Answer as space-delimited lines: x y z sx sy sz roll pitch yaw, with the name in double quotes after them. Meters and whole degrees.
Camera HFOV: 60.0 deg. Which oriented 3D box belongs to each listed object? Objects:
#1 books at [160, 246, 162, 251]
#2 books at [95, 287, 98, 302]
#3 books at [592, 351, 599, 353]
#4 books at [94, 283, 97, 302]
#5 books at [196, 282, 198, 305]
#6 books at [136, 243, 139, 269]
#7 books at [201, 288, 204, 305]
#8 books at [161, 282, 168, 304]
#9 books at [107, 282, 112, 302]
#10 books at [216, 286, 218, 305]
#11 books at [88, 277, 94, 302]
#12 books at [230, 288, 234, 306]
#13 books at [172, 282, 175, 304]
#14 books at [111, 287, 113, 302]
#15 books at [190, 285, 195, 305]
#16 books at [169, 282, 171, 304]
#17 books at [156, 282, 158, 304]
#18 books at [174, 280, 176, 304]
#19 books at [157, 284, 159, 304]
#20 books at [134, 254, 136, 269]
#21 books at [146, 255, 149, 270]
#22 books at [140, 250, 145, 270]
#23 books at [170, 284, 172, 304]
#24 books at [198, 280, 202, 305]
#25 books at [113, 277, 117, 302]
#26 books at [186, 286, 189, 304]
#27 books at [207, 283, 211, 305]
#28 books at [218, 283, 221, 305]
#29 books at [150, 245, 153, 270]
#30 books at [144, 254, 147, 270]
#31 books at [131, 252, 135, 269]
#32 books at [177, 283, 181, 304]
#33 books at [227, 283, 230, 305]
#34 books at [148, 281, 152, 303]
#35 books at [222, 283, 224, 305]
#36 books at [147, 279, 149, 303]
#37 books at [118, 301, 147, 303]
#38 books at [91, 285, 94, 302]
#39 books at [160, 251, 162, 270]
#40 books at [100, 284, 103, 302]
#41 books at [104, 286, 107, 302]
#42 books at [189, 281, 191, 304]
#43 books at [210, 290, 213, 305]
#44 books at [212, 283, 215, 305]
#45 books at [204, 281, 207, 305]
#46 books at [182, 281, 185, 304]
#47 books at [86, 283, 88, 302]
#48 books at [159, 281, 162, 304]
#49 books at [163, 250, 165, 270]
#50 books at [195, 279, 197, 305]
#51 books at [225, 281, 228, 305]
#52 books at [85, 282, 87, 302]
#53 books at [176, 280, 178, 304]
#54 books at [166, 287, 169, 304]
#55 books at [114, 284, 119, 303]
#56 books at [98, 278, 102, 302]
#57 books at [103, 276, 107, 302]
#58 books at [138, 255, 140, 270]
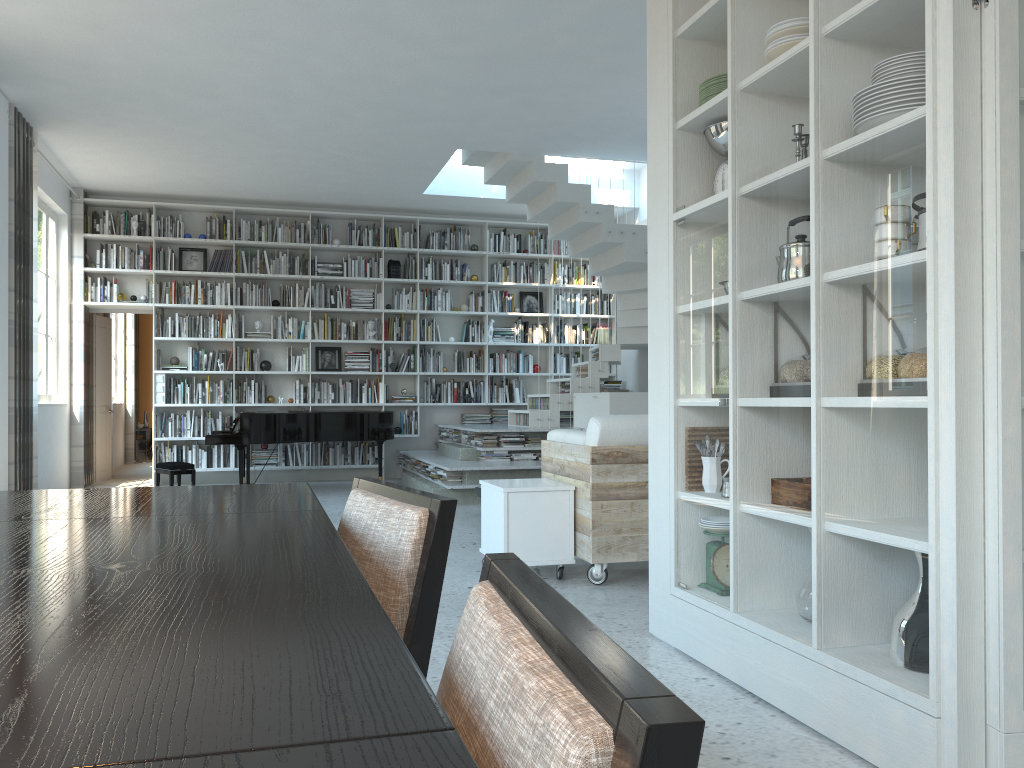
-3.935 -1.389 9.946 0.006 0.289 0.144 0 -1 -16 "books"
-4.567 -0.972 9.778 0.029 0.185 0.134 0 -1 -16 "books"
1.016 -0.359 9.963 0.191 0.013 0.243 0 -1 -5 "books"
-4.579 -0.990 9.749 0.010 0.220 0.181 0 -1 -16 "books"
-3.558 -1.013 10.032 0.023 0.271 0.187 0 -1 -16 "books"
-4.164 -1.397 9.868 0.012 0.303 0.189 0 -1 -16 "books"
-3.502 -0.975 10.039 0.029 0.195 0.192 0 -1 -16 "books"
-3.907 -1.007 9.955 0.062 0.258 0.153 0 -1 -16 "books"
-4.431 -0.998 9.772 0.021 0.237 0.188 0 -1 -16 "books"
-3.353 -0.992 10.093 0.030 0.230 0.172 0 -1 -16 "books"
-4.623 -1.021 9.737 0.023 0.281 0.170 0 -1 -16 "books"
-3.190 -0.978 10.115 0.039 0.202 0.236 0 -1 -16 "books"
-3.802 -1.004 9.970 0.014 0.252 0.187 0 -1 -16 "books"
-4.418 -0.975 9.818 0.029 0.191 0.134 0 -1 -16 "books"
-3.610 -0.996 10.034 0.047 0.238 0.162 0 -1 -16 "books"
-3.845 -1.009 9.965 0.010 0.263 0.151 0 -1 -16 "books"
-3.975 -1.005 9.937 0.012 0.254 0.161 0 -1 -16 "books"
-3.787 -1.018 9.979 0.020 0.281 0.164 0 -1 -16 "books"
-3.956 -0.994 9.933 0.022 0.232 0.151 0 -1 -16 "books"
-4.190 -1.344 9.885 0.029 0.197 0.144 0 -1 -16 "books"
-4.062 -1.339 9.904 0.026 0.188 0.154 0 -1 -16 "books"
-4.113 -1.360 9.876 0.029 0.229 0.191 0 -1 -16 "books"
-3.824 -0.993 9.966 0.030 0.230 0.172 0 -1 -16 "books"
-3.531 -1.020 10.034 0.030 0.285 0.185 0 -1 -16 "books"
-4.393 -1.029 9.805 0.013 0.298 0.179 0 -1 -16 "books"
-3.658 -0.986 10.010 0.031 0.217 0.173 0 -1 -16 "books"
-3.446 -1.007 10.086 0.029 0.260 0.157 0 -1 -16 "books"
-3.328 -1.008 10.100 0.022 0.263 0.174 0 -1 -16 "books"
-4.030 -1.392 9.916 0.014 0.294 0.173 0 -1 -16 "books"
-4.092 -1.343 9.911 0.029 0.196 0.146 0 -1 -16 "books"
-4.215 -1.352 9.870 0.028 0.212 0.138 0 -1 -16 "books"
-3.746 -1.002 9.997 0.047 0.249 0.134 0 -1 -16 "books"
-3.232 -1.008 10.129 0.035 0.264 0.177 0 -1 -16 "books"
-4.043 -1.012 9.927 0.044 0.269 0.134 0 -1 -16 "books"
-3.299 -1.009 10.131 0.024 0.266 0.155 0 -1 -16 "books"
-4.064 -1.021 9.899 0.012 0.285 0.159 0 -1 -16 "books"
-4.216 -0.909 9.863 0.285 0.012 0.159 0 -1 -14 "books"
-4.600 -0.979 9.751 0.029 0.197 0.160 0 -1 -16 "books"
-3.923 -1.359 9.932 0.009 0.228 0.184 0 -1 -16 "books"
-4.521 -0.987 9.792 0.023 0.214 0.140 0 -1 -16 "books"
-4.468 -0.976 9.781 0.024 0.193 0.181 0 -1 -16 "books"
-3.638 -1.014 10.021 0.014 0.272 0.180 0 -1 -16 "books"
-3.421 -0.969 10.091 0.022 0.186 0.136 0 -1 -16 "books"
-3.402 -1.007 10.102 0.035 0.260 0.131 0 -1 -16 "books"
-3.483 -1.020 10.073 0.025 0.286 0.161 0 -1 -16 "books"
-3.707 -1.016 10.009 0.012 0.277 0.150 0 -1 -16 "books"
-4.653 -0.991 9.728 0.013 0.222 0.162 0 -1 -16 "books"
-3.938 -1.010 9.929 0.012 0.263 0.180 0 -1 -16 "books"
-3.892 -1.368 9.932 0.004 0.246 0.189 0 -1 -16 "books"
-3.581 -1.029 10.045 0.014 0.304 0.151 0 -1 -16 "books"
-3.260 -1.021 10.124 0.022 0.289 0.169 0 -1 -16 "books"
-4.665 -0.994 9.724 0.013 0.228 0.179 0 -1 -16 "books"
-3.770 -1.017 9.973 0.011 0.277 0.164 0 -1 -16 "books"
-3.858 -0.976 9.944 0.026 0.195 0.175 0 -1 -16 "books"
-4.369 -0.985 9.798 0.029 0.211 0.187 0 -1 -16 "books"
-4.538 -1.021 9.769 0.022 0.281 0.156 0 -1 -16 "books"
-4.482 -1.029 9.763 0.013 0.297 0.187 0 -1 -16 "books"
-4.148 -1.337 9.888 0.031 0.182 0.151 0 -1 -16 "books"
